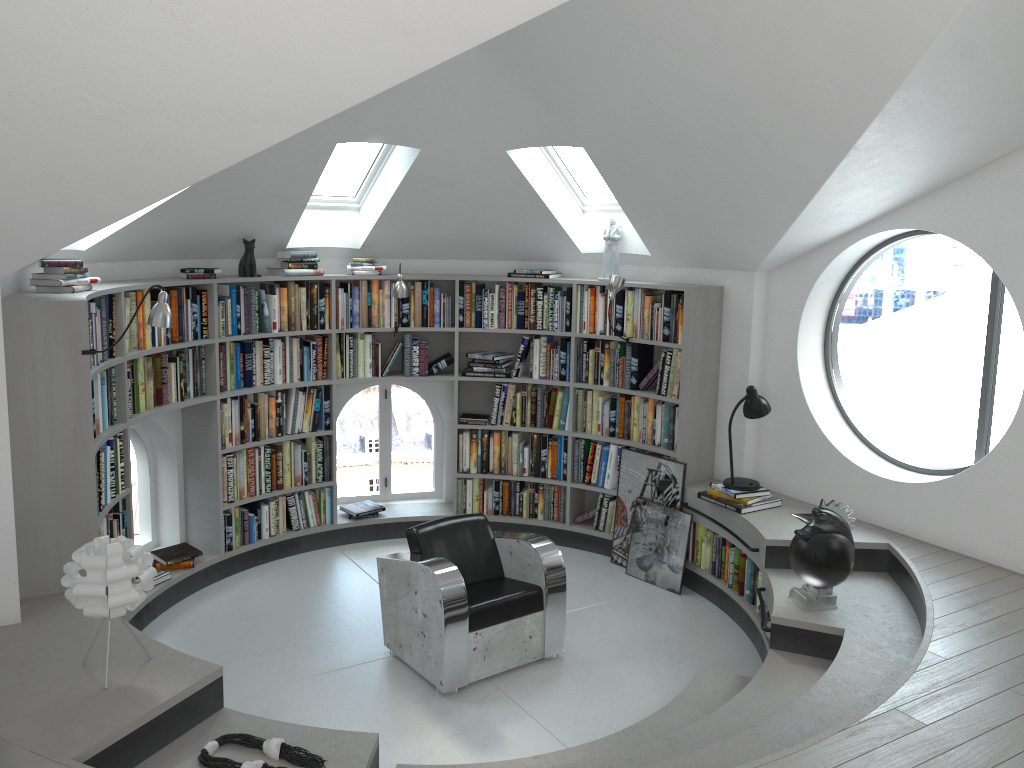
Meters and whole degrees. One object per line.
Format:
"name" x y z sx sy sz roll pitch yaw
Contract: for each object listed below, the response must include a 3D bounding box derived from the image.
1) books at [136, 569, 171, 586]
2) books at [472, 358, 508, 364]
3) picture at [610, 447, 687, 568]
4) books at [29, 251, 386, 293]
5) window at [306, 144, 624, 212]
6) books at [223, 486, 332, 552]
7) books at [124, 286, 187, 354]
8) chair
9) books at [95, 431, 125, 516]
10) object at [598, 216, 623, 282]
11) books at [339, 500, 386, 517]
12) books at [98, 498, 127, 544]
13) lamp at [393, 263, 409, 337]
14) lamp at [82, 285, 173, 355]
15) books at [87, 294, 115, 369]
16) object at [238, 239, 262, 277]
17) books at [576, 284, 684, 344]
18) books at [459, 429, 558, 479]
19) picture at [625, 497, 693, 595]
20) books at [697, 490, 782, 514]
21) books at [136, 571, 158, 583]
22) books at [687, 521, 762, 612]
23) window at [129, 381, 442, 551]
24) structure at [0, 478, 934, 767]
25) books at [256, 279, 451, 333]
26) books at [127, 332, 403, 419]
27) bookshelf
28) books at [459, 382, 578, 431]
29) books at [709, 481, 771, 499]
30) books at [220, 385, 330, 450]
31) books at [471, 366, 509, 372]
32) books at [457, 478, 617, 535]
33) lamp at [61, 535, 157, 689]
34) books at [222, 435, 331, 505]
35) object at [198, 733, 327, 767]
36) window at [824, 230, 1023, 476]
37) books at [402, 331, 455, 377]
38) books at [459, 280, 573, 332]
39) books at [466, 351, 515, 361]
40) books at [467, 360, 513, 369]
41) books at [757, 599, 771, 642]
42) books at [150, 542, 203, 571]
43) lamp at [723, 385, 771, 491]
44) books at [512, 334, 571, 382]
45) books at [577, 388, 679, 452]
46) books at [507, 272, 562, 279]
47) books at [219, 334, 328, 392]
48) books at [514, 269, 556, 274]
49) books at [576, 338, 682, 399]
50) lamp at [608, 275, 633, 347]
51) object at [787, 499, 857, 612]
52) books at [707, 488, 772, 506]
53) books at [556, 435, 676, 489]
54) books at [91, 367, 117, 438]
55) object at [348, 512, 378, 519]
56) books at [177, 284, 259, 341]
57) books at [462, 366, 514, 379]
"books" -2.416 1.227 5.544 0.388 0.042 0.367 6 11 24
"books" -0.169 -0.193 6.990 0.227 0.036 0.214 4 10 18
"picture" 0.959 0.927 6.286 0.090 0.859 0.580 -6 11 -41
"books" -1.871 -0.755 5.701 0.748 0.173 2.823 6 11 28
"window" -0.914 -1.497 5.744 4.059 0.710 1.939 -5 11 -31
"books" -1.773 0.947 6.494 0.288 0.305 1.021 9 13 42
"books" -2.272 -0.402 5.356 0.269 0.371 0.796 3 10 12
"chair" -0.237 1.193 5.065 0.824 0.716 0.743 -6 11 -36
"books" -2.214 0.510 4.578 0.260 0.357 1.024 -1 10 -15
"object" 0.727 -0.988 6.485 0.179 0.470 0.180 -2 9 -22
"books" -1.177 0.980 6.976 0.269 0.029 0.254 -7 13 -41
"books" -2.145 1.099 4.408 0.391 0.692 1.647 -2 10 -21
"lamp" -0.857 -0.612 6.531 0.113 0.564 0.359 -3 9 -25
"lamp" -1.818 -0.311 4.178 0.414 0.310 0.117 -5 10 -34
"books" -2.229 -0.245 4.470 0.300 0.360 1.037 -1 10 -15
"object" -1.817 -0.874 6.141 0.147 0.264 0.202 -5 11 -35
"books" 0.915 -0.518 6.409 1.016 0.361 0.293 9 12 40
"books" -0.012 0.522 7.004 0.872 0.349 0.273 3 9 10
"picture" 1.012 1.115 6.136 0.107 0.553 0.490 -6 11 -41
"books" 1.471 0.745 5.739 0.366 0.042 0.389 -5 11 -31
"books" -2.416 1.193 5.540 0.286 0.031 0.270 8 12 34
"books" 1.451 1.145 5.711 0.272 0.297 1.152 -2 10 -17
"window" -1.841 0.570 6.502 0.618 1.146 3.237 9 13 43
"structure" -0.241 1.220 4.940 4.710 0.690 4.729 3 10 13
"books" -1.183 -0.603 6.648 1.567 0.365 0.395 -4 10 -26
"books" -1.783 -0.120 6.096 0.592 0.369 2.535 9 12 38
"bookshelf" -0.948 0.249 5.993 4.337 1.872 2.116 -5 11 -31
"books" 0.078 0.151 6.924 0.974 0.351 0.252 3 9 11
"books" 1.472 0.677 5.729 0.269 0.031 0.287 -3 10 -21
"books" -1.758 0.207 6.392 0.298 0.350 1.000 9 12 41
"books" -0.170 -0.132 6.998 0.286 0.031 0.270 2 10 3
"books" 0.245 0.906 6.945 1.498 0.310 0.361 5 10 20
"lamp" -1.532 0.848 3.387 0.306 0.523 0.306 -7 12 -43
"books" -1.757 0.586 6.458 0.293 0.356 1.034 9 13 42
"object" -0.887 1.328 3.131 0.473 0.082 0.219 5 10 21
"window" 2.504 -0.192 5.305 0.104 1.464 1.475 -4 10 -31
"books" -0.648 -0.241 6.908 0.399 0.339 0.225 -1 9 -12
"books" 0.029 -0.613 6.841 0.969 0.366 0.307 3 9 12
"books" -0.168 -0.225 6.985 0.286 0.031 0.270 9 12 38
"books" -0.169 -0.162 6.994 0.286 0.031 0.270 4 10 18
"books" 1.484 1.373 4.782 0.240 0.167 0.668 3 10 9
"books" -2.221 1.150 5.861 0.318 0.099 0.293 -4 11 -30
"lamp" 1.513 0.336 5.694 0.322 0.657 0.234 -1 9 -16
"books" 0.283 -0.219 6.859 0.553 0.349 0.257 4 9 14
"books" 0.916 0.242 6.509 1.023 0.346 0.276 10 13 43
"books" 0.178 -0.839 6.838 0.336 0.036 0.318 5 10 20
"books" -1.780 -0.173 6.368 0.301 0.357 1.030 10 13 43
"books" 0.179 -0.867 6.834 0.248 0.027 0.234 7 11 30
"books" 0.915 -0.137 6.454 1.054 0.356 0.280 10 13 43
"lamp" 0.783 -0.507 6.231 0.275 0.523 0.112 -6 11 -41
"object" 1.595 0.864 4.563 0.321 0.560 0.321 6 10 31
"books" 1.472 0.709 5.734 0.287 0.034 0.305 -7 13 -41
"books" 0.847 0.611 6.598 1.186 0.357 0.304 9 12 39
"books" -2.254 0.135 4.538 0.303 0.346 1.093 -1 10 -16
"object" -1.177 1.010 6.981 0.226 0.036 0.214 -1 10 -15
"books" -2.026 -0.495 5.988 0.265 0.344 0.684 7 11 34
"books" -0.171 -0.099 7.003 0.388 0.042 0.367 3 10 8
